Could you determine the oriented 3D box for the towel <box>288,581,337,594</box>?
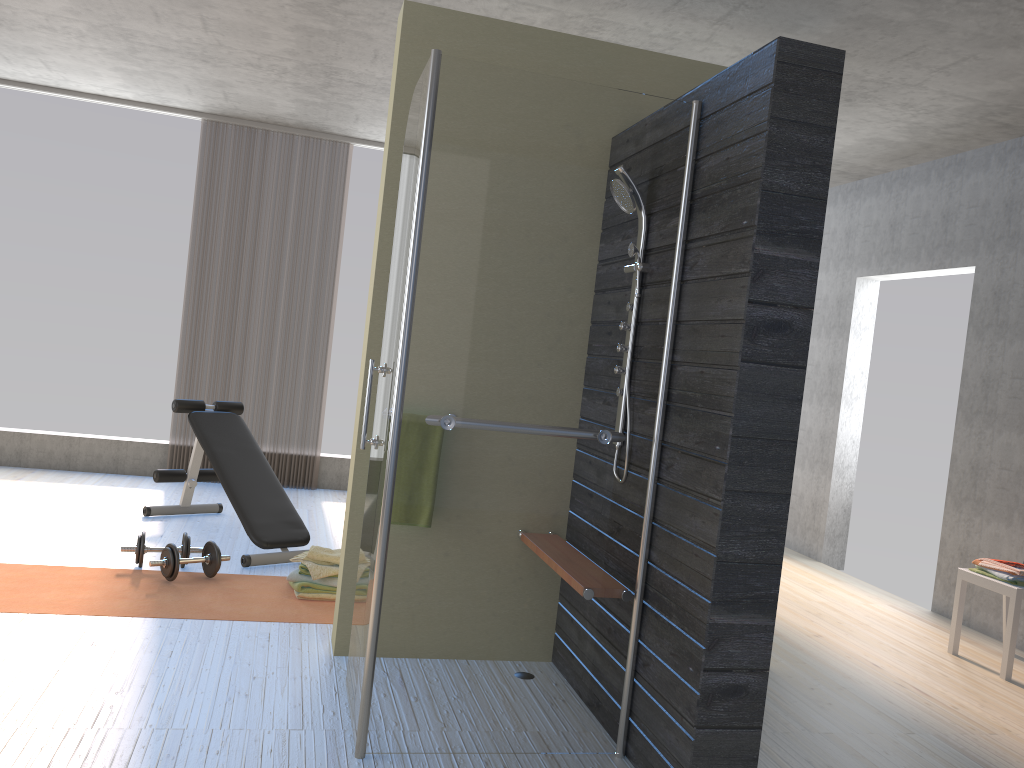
[{"bbox_3d":[-0.876,0.954,4.272,0.380,0.081,0.367,6,2,-16],"label":"towel"}]

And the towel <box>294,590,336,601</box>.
[{"bbox_3d":[-0.858,0.979,4.270,0.376,0.044,0.371,6,2,-15],"label":"towel"}]

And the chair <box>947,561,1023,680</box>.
[{"bbox_3d":[2.478,1.031,4.299,0.457,0.697,0.417,6,2,-15],"label":"chair"}]

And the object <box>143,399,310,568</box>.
[{"bbox_3d":[-1.589,0.515,5.122,0.505,0.746,1.312,5,3,-45],"label":"object"}]

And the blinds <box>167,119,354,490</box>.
[{"bbox_3d":[-1.935,-0.582,6.842,1.133,2.744,0.069,6,2,-14],"label":"blinds"}]

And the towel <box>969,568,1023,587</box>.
[{"bbox_3d":[2.435,0.940,4.291,0.307,0.038,0.297,6,2,-15],"label":"towel"}]

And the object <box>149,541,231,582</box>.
[{"bbox_3d":[-1.518,0.836,4.193,0.385,0.176,0.176,5,2,-42],"label":"object"}]

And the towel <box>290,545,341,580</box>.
[{"bbox_3d":[-0.847,0.840,4.282,0.384,0.123,0.373,5,2,-30],"label":"towel"}]

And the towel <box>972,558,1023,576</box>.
[{"bbox_3d":[2.446,0.897,4.289,0.294,0.046,0.297,6,2,-14],"label":"towel"}]

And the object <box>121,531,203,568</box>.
[{"bbox_3d":[-1.718,0.817,4.369,0.385,0.176,0.176,6,2,-22],"label":"object"}]

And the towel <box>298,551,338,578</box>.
[{"bbox_3d":[-0.837,0.895,4.306,0.376,0.085,0.371,6,2,-9],"label":"towel"}]

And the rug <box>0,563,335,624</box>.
[{"bbox_3d":[-1.964,0.890,3.862,2.779,0.002,0.716,6,2,-14],"label":"rug"}]

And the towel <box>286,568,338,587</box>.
[{"bbox_3d":[-0.862,0.929,4.293,0.383,0.078,0.383,7,2,3],"label":"towel"}]

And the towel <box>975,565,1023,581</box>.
[{"bbox_3d":[2.445,0.921,4.285,0.306,0.047,0.297,6,2,-10],"label":"towel"}]
